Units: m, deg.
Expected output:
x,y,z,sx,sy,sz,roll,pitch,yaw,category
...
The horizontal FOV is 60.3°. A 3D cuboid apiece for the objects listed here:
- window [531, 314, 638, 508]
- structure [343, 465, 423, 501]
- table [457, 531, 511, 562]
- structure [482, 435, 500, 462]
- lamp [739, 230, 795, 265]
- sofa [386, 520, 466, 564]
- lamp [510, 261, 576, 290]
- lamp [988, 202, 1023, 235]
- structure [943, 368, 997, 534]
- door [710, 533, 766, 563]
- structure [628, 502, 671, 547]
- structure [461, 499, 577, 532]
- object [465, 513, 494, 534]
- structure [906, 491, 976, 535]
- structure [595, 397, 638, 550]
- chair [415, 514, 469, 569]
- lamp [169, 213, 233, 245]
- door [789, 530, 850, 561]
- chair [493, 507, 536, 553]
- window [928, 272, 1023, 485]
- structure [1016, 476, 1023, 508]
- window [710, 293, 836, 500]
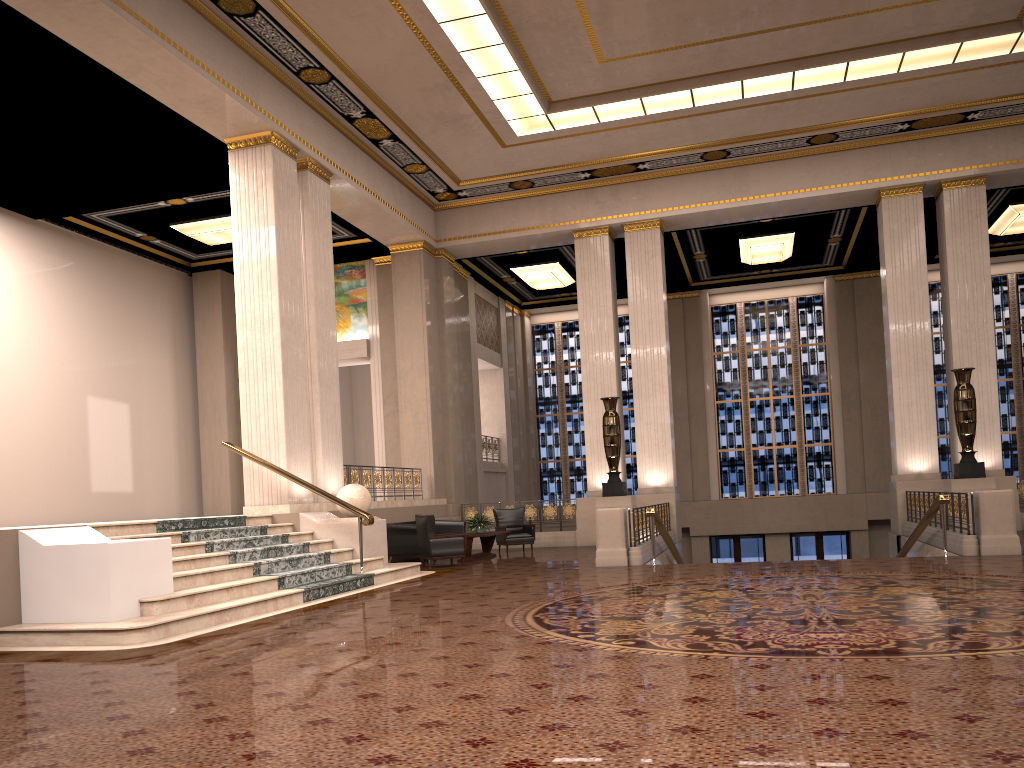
x,y,z,sx,sy,sz,roll,pitch,yaw,category
2.119,0.817,25.229,2.993,5.347,0.069,-4,-1,16,window
-2.322,1.807,15.947,0.032,0.621,3.714,-3,-7,16,structure
-0.615,2.829,15.388,0.840,0.433,1.483,-5,-7,15,table
-0.644,1.636,22.186,0.031,0.664,2.166,-3,-7,15,structure
5.845,-3.069,20.228,1.170,0.213,2.027,-5,-8,15,lamp
-1.504,2.774,15.644,0.877,0.703,1.932,-4,-7,15,sofa
0.793,-2.621,21.664,1.170,0.213,2.027,-5,-8,15,lamp
10.985,-3.525,18.768,1.170,0.213,2.027,-5,-8,15,lamp
7.591,1.140,14.690,0.701,2.782,0.701,-3,-1,16,structure
6.089,5.363,23.607,1.494,2.718,0.155,-4,-1,16,door
2.362,2.274,14.617,0.079,0.534,4.962,-3,-7,16,structure
0.148,2.754,18.252,2.540,0.653,0.032,-5,-1,16,structure
-0.571,2.401,15.257,0.524,0.375,0.505,2,-7,-42,object
6.427,1.914,13.462,0.079,0.534,4.963,-3,-7,15,structure
1.896,1.645,16.308,0.701,2.782,0.701,-3,-1,16,structure
-1.123,2.456,13.869,0.716,0.842,0.652,-1,-4,-24,chair
-5.448,-2.928,16.865,1.719,0.213,1.174,-5,-8,16,lamp
8.095,5.185,23.037,1.494,2.718,0.155,-4,-1,16,door
0.046,2.798,16.949,0.647,0.842,0.722,-2,-4,-19,chair
12.092,-0.067,22.395,2.993,5.347,0.069,-4,-1,16,window
10.179,1.865,15.402,2.540,0.653,0.032,-5,-1,16,structure
7.021,0.383,23.836,2.993,5.347,0.069,-4,-1,16,window
